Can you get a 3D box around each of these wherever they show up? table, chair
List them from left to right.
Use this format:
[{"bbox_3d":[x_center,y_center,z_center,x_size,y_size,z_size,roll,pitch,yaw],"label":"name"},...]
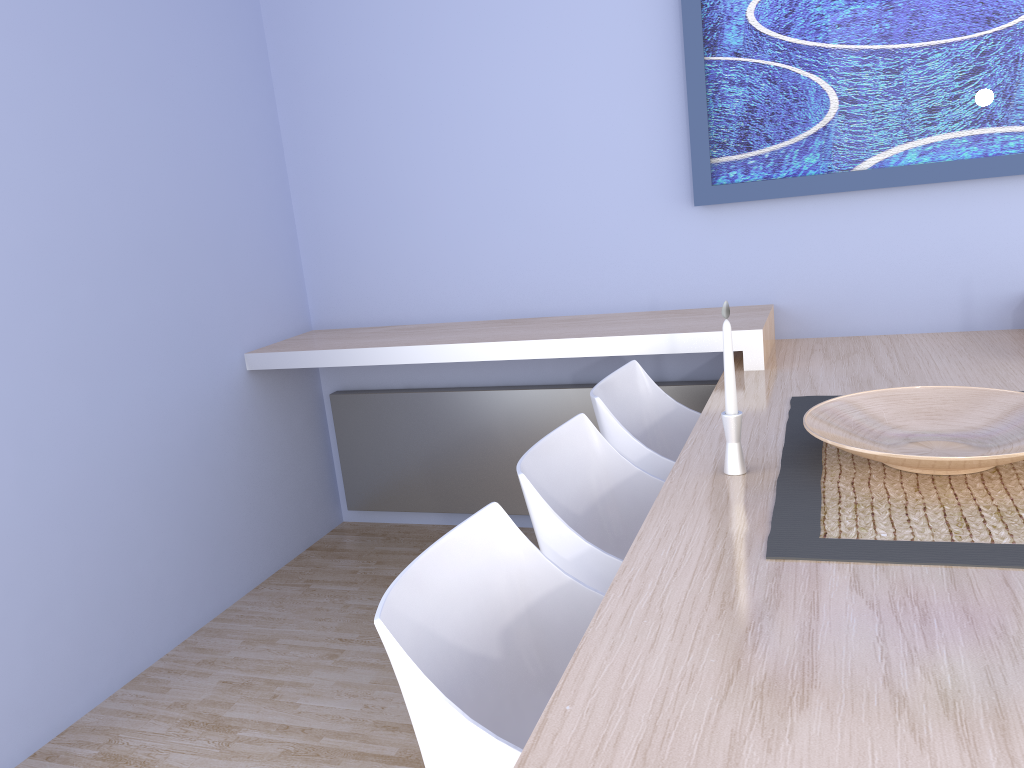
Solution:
[{"bbox_3d":[0.096,0.637,1.384,0.486,0.793,0.510,-2,13,21],"label":"chair"},{"bbox_3d":[0.290,0.499,1.906,0.486,0.793,0.510,-2,13,21],"label":"chair"},{"bbox_3d":[0.484,0.361,2.429,0.486,0.793,0.510,-2,13,21],"label":"chair"},{"bbox_3d":[0.900,0.468,1.905,1.002,0.718,2.340,-2,13,21],"label":"table"}]

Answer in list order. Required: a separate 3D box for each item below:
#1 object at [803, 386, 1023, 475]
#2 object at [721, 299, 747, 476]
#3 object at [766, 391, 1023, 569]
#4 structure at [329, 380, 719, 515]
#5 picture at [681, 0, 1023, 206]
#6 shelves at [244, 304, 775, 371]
[{"bbox_3d":[0.826,0.102,1.721,0.493,0.081,0.493,4,16,39],"label":"object"},{"bbox_3d":[0.429,0.007,1.744,0.045,0.349,0.045,-13,14,-26],"label":"object"},{"bbox_3d":[0.833,0.144,1.727,0.594,0.005,0.986,-2,13,20],"label":"object"},{"bbox_3d":[1.090,0.227,3.003,3.843,0.503,0.064,-2,13,21],"label":"structure"},{"bbox_3d":[1.148,-1.049,2.645,1.252,0.901,0.049,-2,13,21],"label":"picture"},{"bbox_3d":[0.958,0.190,2.844,3.901,0.840,0.463,-2,13,21],"label":"shelves"}]
